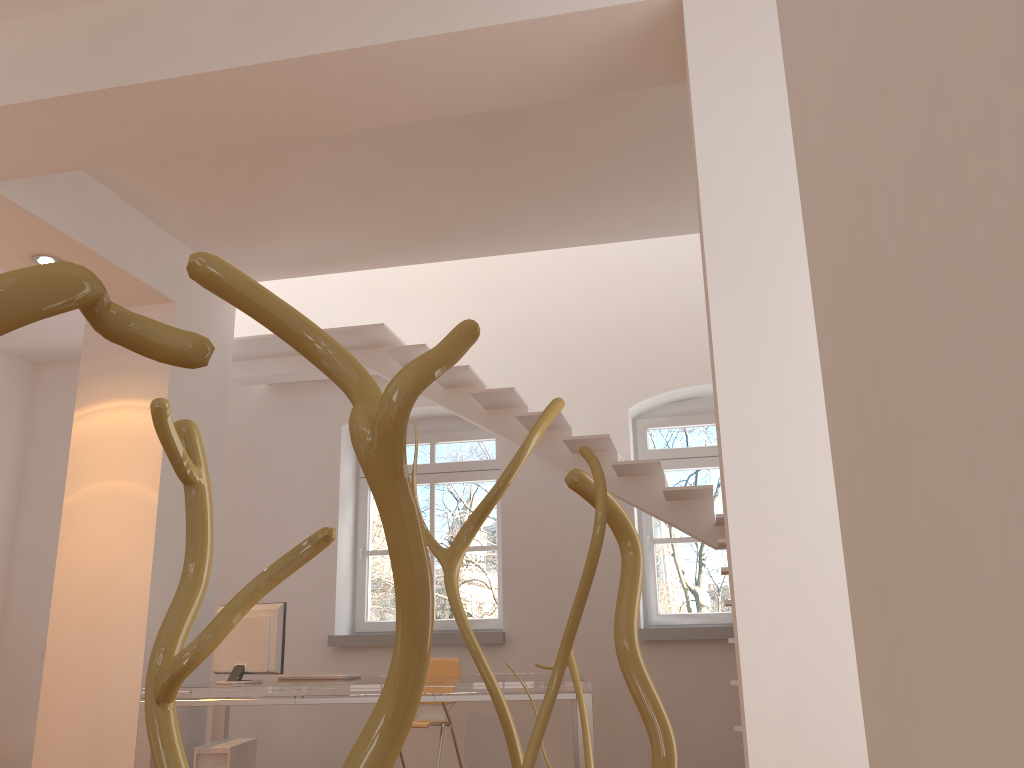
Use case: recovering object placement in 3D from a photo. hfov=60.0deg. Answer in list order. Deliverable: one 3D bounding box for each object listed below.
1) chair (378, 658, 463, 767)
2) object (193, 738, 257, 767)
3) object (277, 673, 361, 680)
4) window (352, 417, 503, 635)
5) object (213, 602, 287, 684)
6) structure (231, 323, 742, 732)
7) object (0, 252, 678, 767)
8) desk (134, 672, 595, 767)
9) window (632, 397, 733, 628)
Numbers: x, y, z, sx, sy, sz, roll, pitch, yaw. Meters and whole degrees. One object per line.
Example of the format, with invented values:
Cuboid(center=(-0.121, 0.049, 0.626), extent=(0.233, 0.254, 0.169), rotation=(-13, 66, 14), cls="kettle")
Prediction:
Cuboid(center=(-0.587, 2.208, 5.726), extent=(0.495, 0.829, 0.464), rotation=(-9, -18, 26), cls="chair")
Cuboid(center=(-1.624, 2.255, 5.017), extent=(0.200, 0.422, 0.474), rotation=(-2, -16, 2), cls="object")
Cuboid(center=(-1.123, 1.701, 5.166), extent=(0.467, 0.031, 0.200), rotation=(-8, -17, 21), cls="object")
Cuboid(center=(-0.644, 1.111, 7.110), extent=(1.308, 1.737, 0.142), rotation=(-5, -16, 12), cls="window")
Cuboid(center=(-1.494, 1.425, 4.882), extent=(0.516, 0.418, 0.245), rotation=(-15, -21, 40), cls="object")
Cuboid(center=(-0.096, 0.815, 4.861), extent=(4.630, 3.042, 3.450), rotation=(-5, -16, 12), cls="structure")
Cuboid(center=(-0.033, 0.483, 0.269), extent=(0.284, 1.112, 0.655), rotation=(-11, -19, 32), cls="object")
Cuboid(center=(-0.698, 1.993, 4.801), extent=(2.239, 0.750, 1.092), rotation=(-2, -16, 2), cls="desk")
Cuboid(center=(1.595, 0.931, 6.650), extent=(1.308, 1.737, 0.142), rotation=(-5, -16, 12), cls="window")
